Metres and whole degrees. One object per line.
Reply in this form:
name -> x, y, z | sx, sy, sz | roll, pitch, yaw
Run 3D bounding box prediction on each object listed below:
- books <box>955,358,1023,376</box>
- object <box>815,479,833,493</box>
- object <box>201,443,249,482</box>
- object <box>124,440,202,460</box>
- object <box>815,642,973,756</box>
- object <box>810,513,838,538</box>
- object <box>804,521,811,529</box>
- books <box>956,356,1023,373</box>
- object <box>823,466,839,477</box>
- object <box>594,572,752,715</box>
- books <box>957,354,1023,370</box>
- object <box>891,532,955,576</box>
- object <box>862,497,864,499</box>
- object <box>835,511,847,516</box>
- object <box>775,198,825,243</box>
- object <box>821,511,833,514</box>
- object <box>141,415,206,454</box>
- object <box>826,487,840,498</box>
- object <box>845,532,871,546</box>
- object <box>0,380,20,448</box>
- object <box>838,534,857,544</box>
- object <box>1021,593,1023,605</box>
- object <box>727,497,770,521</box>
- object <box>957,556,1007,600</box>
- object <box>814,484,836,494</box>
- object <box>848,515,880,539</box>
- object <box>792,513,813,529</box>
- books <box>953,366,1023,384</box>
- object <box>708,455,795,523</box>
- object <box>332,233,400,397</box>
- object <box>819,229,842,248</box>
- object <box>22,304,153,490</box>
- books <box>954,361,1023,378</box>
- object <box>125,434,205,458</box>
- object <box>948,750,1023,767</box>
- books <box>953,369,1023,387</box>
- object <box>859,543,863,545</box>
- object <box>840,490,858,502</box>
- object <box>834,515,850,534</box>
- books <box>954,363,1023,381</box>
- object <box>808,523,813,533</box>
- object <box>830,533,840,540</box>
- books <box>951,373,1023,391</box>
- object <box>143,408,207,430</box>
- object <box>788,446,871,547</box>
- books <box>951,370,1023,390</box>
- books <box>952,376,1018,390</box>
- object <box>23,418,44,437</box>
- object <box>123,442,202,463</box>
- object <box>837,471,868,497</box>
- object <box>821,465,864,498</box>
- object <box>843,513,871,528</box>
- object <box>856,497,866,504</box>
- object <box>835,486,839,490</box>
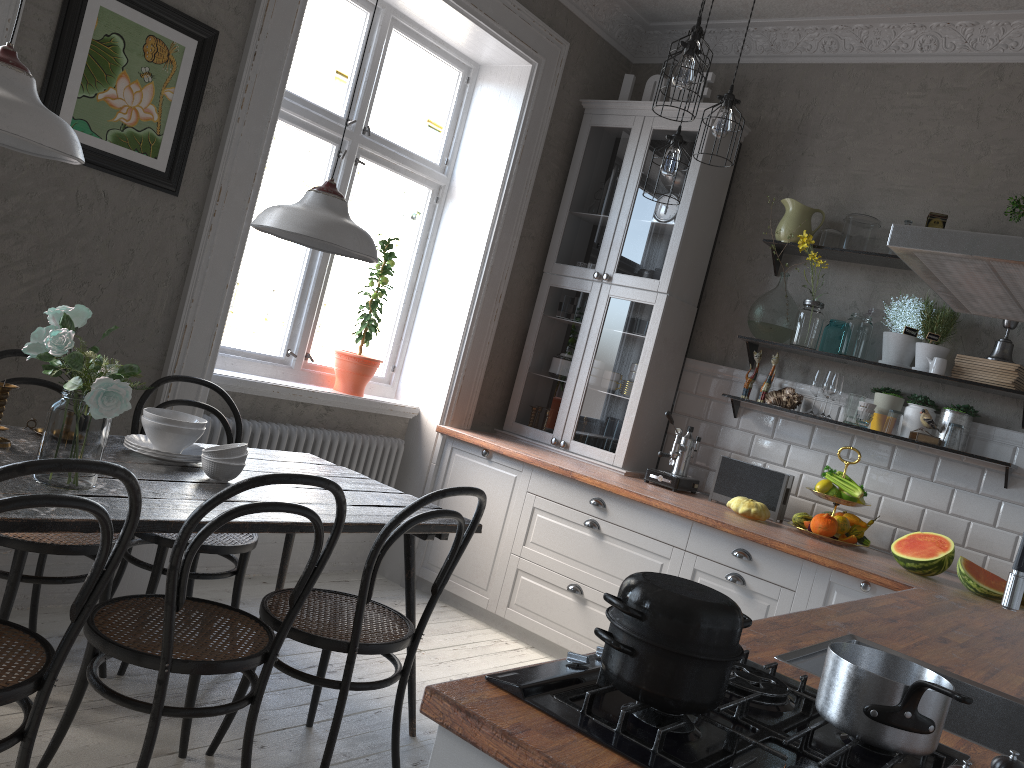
books -> 2.056, -0.067, 3.797 | 0.161, 0.016, 0.256 | 13, 2, -40
object -> 1.364, 0.449, 3.870 | 0.080, 0.069, 0.058 | 14, 1, -33
object -> -0.824, 0.216, 2.528 | 0.130, 0.119, 0.122 | 14, 2, -37
object -> -1.022, 0.200, 2.622 | 0.236, 0.027, 0.238 | 15, 2, 5
object -> 0.554, 0.439, 1.213 | 0.177, 0.134, 0.300 | 14, 1, -18
object -> 1.338, 0.600, 3.793 | 0.112, 0.110, 0.112 | 15, 1, 5
object -> 1.334, 0.623, 3.930 | 0.089, 0.057, 0.084 | 14, 1, -21
books -> 2.059, -0.078, 3.797 | 0.161, 0.016, 0.255 | 13, 2, -44
object -> 1.407, 0.392, 3.910 | 0.072, 0.058, 0.051 | 15, 1, 14
object -> 0.214, 0.344, 1.188 | 0.188, 0.147, 0.195 | 15, 1, 17
books -> 2.061, -0.088, 3.797 | 0.256, 0.011, 0.161 | 16, 2, 43
object -> 1.623, 0.669, 3.511 | 0.221, 0.174, 0.231 | 14, 1, -31
object -> 1.515, 0.504, 3.897 | 0.061, 0.060, 0.066 | 15, 1, 25
object -> 1.465, 0.607, 3.941 | 0.084, 0.093, 0.088 | 15, 1, 33
object -> 1.396, -0.780, 4.332 | 0.177, 0.216, 0.187 | 14, 1, -39
object -> 1.443, 0.612, 3.965 | 0.157, 0.076, 0.077 | 14, 1, -27
object -> -1.011, 0.157, 2.622 | 0.176, 0.094, 0.183 | 15, 2, 28
object -> 1.399, 0.481, 3.858 | 0.062, 0.061, 0.068 | 15, 2, 37
object -> 1.502, 0.666, 3.903 | 0.054, 0.044, 0.215 | 14, 2, -13
object -> -1.313, 0.069, 2.262 | 0.095, 0.172, 0.097 | 15, 1, 19
object -> 1.438, 0.662, 3.794 | 0.068, 0.051, 0.089 | 14, 1, -5
object -> 1.955, 0.810, 3.401 | 0.200, 0.073, 0.120 | 15, 1, 0
object -> 1.057, 0.554, 3.955 | 0.193, 0.083, 0.193 | 16, 2, 38
object -> 1.781, 0.740, 3.318 | 0.221, 0.127, 0.150 | 15, 1, 20
object -> 1.395, 0.471, 3.940 | 0.094, 0.078, 0.102 | 15, 1, 24
object -> 1.517, 0.612, 3.838 | 0.128, 0.120, 0.060 | 14, 1, -29
object -> 1.327, 0.617, 3.982 | 0.154, 0.072, 0.075 | 14, 1, -24
books -> 2.048, -0.036, 3.798 | 0.256, 0.011, 0.161 | 16, 2, 43
object -> 1.125, 0.492, 4.175 | 0.344, 0.226, 0.090 | 16, 1, 37
object -> -0.714, -0.348, 4.413 | 0.264, 0.813, 0.256 | 14, 1, -25
object -> 1.538, -0.686, 4.285 | 0.101, 0.111, 0.105 | 15, 1, 37
object -> -0.997, 0.031, 2.053 | 0.305, 0.414, 0.256 | 15, 1, 36
books -> 2.053, -0.057, 3.797 | 0.256, 0.011, 0.161 | 16, 2, 43
object -> -1.020, 0.192, 2.622 | 0.242, 0.027, 0.233 | 14, 2, -30
object -> 0.460, 0.438, 0.884 | 0.071, 0.166, 0.036 | 15, 1, 37
books -> 2.045, -0.025, 3.798 | 0.161, 0.016, 0.255 | 13, 2, -44
object -> 1.541, 0.694, 3.872 | 0.043, 0.020, 0.042 | 14, 1, -9
object -> 1.461, 0.499, 3.853 | 0.075, 0.062, 0.101 | 15, 1, 11
object -> 1.417, 0.608, 3.829 | 0.089, 0.078, 0.087 | 14, 1, -26
books -> 2.051, -0.047, 3.797 | 0.256, 0.011, 0.161 | 16, 2, 40
object -> 1.353, 0.637, 3.933 | 0.069, 0.076, 0.232 | 15, 2, 20
object -> 1.387, 0.654, 3.840 | 0.070, 0.065, 0.070 | 14, 1, -32
books -> 2.040, -0.005, 3.798 | 0.256, 0.011, 0.161 | 16, 2, 43
object -> -1.006, 0.138, 2.621 | 0.176, 0.094, 0.183 | 15, 2, 28
object -> 1.440, 0.481, 3.898 | 0.347, 0.425, 0.357 | 15, 1, 23
books -> 2.042, -0.015, 3.798 | 0.161, 0.016, 0.256 | 13, 2, -40
books -> 2.037, 0.007, 3.798 | 0.256, 0.011, 0.161 | 16, 2, 40
object -> -1.285, 0.099, 2.543 | 0.138, 0.112, 0.141 | 15, 1, 20
object -> -1.024, 0.209, 2.623 | 0.242, 0.027, 0.233 | 14, 2, -35
object -> 1.509, 0.451, 3.906 | 0.090, 0.096, 0.177 | 14, 2, -32
object -> 1.449, 0.426, 3.868 | 0.206, 0.101, 0.068 | 16, 2, 44
object -> 1.503, 0.601, 3.860 | 0.124, 0.056, 0.061 | 15, 1, 29
object -> 1.511, 0.510, 3.853 | 0.050, 0.050, 0.051 | 13, 2, -43
object -> 1.450, 0.480, 3.992 | 0.061, 0.054, 0.057 | 14, 1, -27
